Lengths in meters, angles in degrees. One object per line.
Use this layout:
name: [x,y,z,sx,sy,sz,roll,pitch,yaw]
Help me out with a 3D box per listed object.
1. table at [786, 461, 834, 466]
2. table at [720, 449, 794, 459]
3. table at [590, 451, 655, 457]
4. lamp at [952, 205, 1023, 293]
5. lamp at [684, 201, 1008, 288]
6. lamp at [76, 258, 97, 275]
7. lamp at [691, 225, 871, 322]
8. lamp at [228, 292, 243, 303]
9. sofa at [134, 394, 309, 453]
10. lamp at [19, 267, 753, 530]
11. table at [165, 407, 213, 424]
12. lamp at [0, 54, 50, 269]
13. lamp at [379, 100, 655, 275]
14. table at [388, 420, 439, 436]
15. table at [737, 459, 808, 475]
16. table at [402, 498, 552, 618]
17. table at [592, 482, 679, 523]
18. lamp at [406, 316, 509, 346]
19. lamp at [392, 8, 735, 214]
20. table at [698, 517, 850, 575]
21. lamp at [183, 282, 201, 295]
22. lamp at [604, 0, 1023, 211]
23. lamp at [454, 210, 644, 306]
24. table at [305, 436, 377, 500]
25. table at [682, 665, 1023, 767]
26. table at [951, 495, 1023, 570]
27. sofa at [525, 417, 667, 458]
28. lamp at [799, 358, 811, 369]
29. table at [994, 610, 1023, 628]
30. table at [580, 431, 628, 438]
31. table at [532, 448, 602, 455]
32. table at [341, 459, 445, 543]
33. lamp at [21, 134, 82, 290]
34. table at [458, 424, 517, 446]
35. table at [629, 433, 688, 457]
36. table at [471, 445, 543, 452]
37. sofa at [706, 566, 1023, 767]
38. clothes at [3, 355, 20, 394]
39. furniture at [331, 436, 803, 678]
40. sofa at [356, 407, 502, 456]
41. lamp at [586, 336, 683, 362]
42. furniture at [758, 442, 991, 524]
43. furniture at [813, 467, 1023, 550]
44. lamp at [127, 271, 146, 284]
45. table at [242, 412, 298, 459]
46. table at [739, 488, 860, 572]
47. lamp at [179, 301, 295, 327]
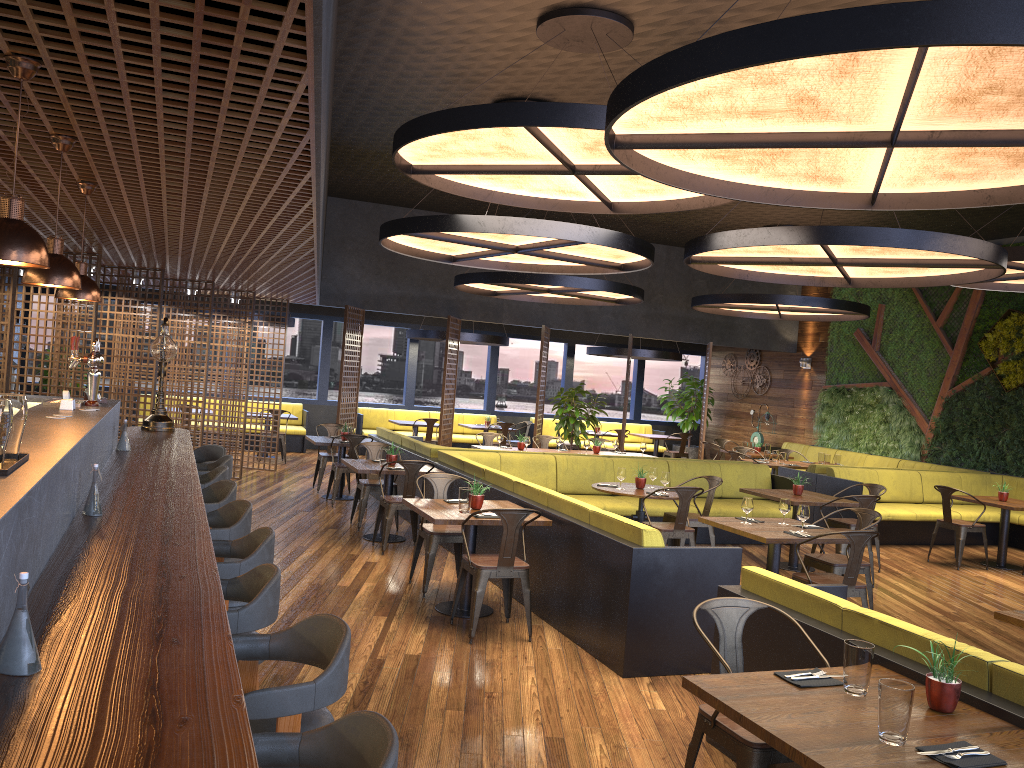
table: [4.916,1.662,14.017,0.887,0.763,0.906,4,1,-21]
table: [4.263,1.596,15.574,0.887,0.763,0.906,4,1,-21]
table: [1.658,1.418,12.927,0.906,0.763,0.887,4,1,-21]
lamp: [6.148,-1.750,9.897,2.778,1.159,2.778,4,1,-31]
lamp: [3.059,-1.798,8.222,2.778,1.475,2.778,5,1,28]
lamp: [-4.741,-1.306,9.898,0.228,0.172,0.228,4,1,-21]
lamp: [4.370,-1.831,14.386,2.778,1.362,2.778,5,1,33]
lamp: [-4.201,-1.298,13.460,0.228,0.172,0.228,4,1,-21]
sofa: [-5.445,0.752,16.698,3.061,0.914,0.966,4,1,-21]
lamp: [-1.499,0.210,11.237,9.057,2.714,3.017,4,1,-21]
table: [-5.632,0.827,15.221,0.887,0.763,0.906,4,1,-21]
lamp: [-1.648,-0.736,2.943,0.250,0.673,0.250,5,1,11]
lamp: [0.101,-2.036,9.033,2.778,1.475,2.778,4,1,-17]
table: [-1.816,1.111,16.694,0.887,0.763,0.906,4,1,-21]
table: [4.048,1.598,13.682,0.887,0.763,0.906,4,1,-21]
table: [-0.313,1.324,6.699,0.887,0.763,0.906,4,1,-21]
table: [1.267,1.427,8.820,1.007,0.760,1.007,5,1,16]
lamp: [-0.963,-1.892,17.059,1.979,2.172,1.979,5,1,24]
lamp: [0.518,-2.160,6.828,2.778,1.159,2.778,5,1,29]
table: [2.067,1.507,6.979,0.906,0.763,0.887,4,1,-21]
lamp: [-4.422,-1.303,12.244,0.228,0.172,0.228,4,1,-21]
lamp: [1.896,-1.851,4.284,2.778,1.475,2.778,5,1,33]
lamp: [0.590,-2.036,13.016,2.778,1.475,2.778,4,1,-21]
table: [-2.247,1.125,11.737,0.887,0.763,0.906,4,1,-21]
table: [1.161,1.475,2.936,0.906,0.763,0.887,4,1,-21]
table: [5.808,1.766,10.454,0.887,0.763,0.906,4,1,-21]
sofa: [1.873,1.296,19.522,3.061,0.914,0.966,4,1,-21]
lamp: [5.837,-0.417,17.735,0.189,0.215,0.215,4,1,-21]
table: [3.056,1.610,4.357,0.887,0.763,0.906,4,1,-21]
table: [1.720,1.374,18.063,0.906,0.763,0.887,4,1,-21]
table: [0.818,1.356,12.597,0.906,0.763,0.887,4,1,-21]
table: [-1.278,1.225,9.219,0.887,0.763,0.906,4,1,-21]
lamp: [-2.061,-0.779,4.020,0.250,0.673,0.250,5,1,11]
table: [-0.514,1.208,17.201,0.906,0.763,0.887,4,1,-21]
table: [3.023,1.471,18.562,0.887,0.763,0.906,4,1,-21]
table: [-0.026,1.293,12.272,0.906,0.763,0.887,4,1,-21]
sofa: [2.025,1.464,3.293,0.966,0.914,3.061,4,1,-21]
clothes: [-8.029,0.281,14.244,0.401,1.494,0.423,4,1,-25]
furniture: [1.308,1.345,9.776,4.895,0.914,7.462,4,1,-26]
sofa: [-1.654,1.034,18.161,3.061,0.914,0.966,4,1,-21]
lamp: [2.618,-1.627,18.441,1.979,2.172,1.979,4,1,-36]
furniture: [4.755,1.567,14.634,3.378,0.916,4.755,4,1,-21]
furniture: [6.410,1.739,10.307,3.372,0.914,4.503,4,1,-21]
lamp: [-4.673,-1.312,11.047,0.228,0.172,0.228,4,1,-21]
table: [-4.329,0.924,15.724,0.887,0.763,0.906,4,1,-21]
table: [3.016,1.558,9.377,0.887,0.763,0.906,4,1,-21]
lamp: [-4.757,-2.174,15.594,1.979,2.172,1.979,4,1,-15]
